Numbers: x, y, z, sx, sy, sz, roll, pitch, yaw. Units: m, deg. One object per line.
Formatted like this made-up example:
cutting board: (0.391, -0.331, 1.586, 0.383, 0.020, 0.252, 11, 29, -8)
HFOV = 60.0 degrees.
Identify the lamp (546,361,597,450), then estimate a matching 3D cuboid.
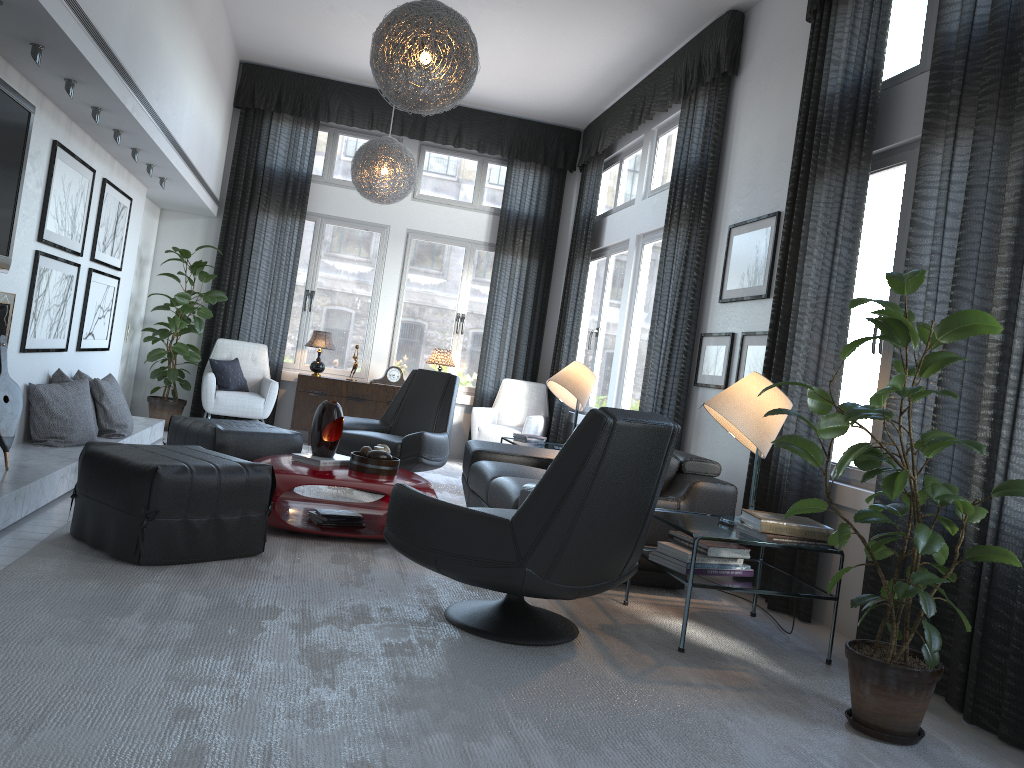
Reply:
lamp: (0.649, 0.388, 5.752, 0.473, 1.016, 1.170, 9, -1, -38)

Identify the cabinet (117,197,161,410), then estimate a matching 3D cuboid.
cabinet: (-3.216, -0.610, 7.255, 0.191, 1.897, 1.173, 8, -1, -12)

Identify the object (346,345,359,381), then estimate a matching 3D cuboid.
object: (-1.413, -0.191, 7.929, 0.096, 0.325, 0.096, 8, -1, -13)

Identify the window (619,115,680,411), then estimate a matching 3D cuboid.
window: (1.106, -0.817, 6.290, 0.133, 2.325, 1.269, 8, -1, -12)

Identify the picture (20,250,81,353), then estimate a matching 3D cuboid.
picture: (-2.511, -0.433, 4.846, 0.020, 0.523, 0.792, 8, 0, -12)

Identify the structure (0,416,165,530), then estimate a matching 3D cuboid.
structure: (-2.098, 0.467, 3.217, 0.393, 0.135, 7.213, 8, 1, -12)

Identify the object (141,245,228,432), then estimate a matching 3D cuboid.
object: (-2.761, -0.397, 7.361, 0.938, 1.591, 0.637, 7, -1, 33)

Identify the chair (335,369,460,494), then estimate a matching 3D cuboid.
chair: (-0.739, 0.292, 5.924, 0.842, 0.811, 0.802, 8, 0, 26)

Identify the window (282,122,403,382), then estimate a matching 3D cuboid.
window: (-1.800, -1.254, 8.177, 1.266, 2.325, 0.133, 8, -2, -12)

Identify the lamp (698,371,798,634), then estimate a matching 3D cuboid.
lamp: (1.037, 0.466, 3.945, 0.475, 1.016, 1.166, 8, 0, 13)

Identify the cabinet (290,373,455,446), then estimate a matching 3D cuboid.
cabinet: (-1.254, 0.304, 7.983, 1.397, 0.613, 0.386, 8, -1, -12)

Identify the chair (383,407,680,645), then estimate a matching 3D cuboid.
chair: (0.120, 0.451, 3.054, 0.838, 0.811, 0.806, 8, -1, -39)

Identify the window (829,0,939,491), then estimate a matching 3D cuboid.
window: (1.658, -0.705, 3.714, 0.133, 2.325, 1.269, 8, -1, -12)

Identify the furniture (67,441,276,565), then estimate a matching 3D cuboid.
furniture: (-1.366, 0.461, 3.563, 0.600, 0.378, 0.612, 8, 0, 37)

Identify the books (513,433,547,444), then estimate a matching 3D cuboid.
books: (0.122, 0.391, 6.316, 0.214, 0.050, 0.161, 8, 1, -40)

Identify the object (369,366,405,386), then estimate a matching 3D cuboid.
object: (-1.067, -0.070, 7.988, 0.406, 0.181, 0.181, 8, 0, -12)

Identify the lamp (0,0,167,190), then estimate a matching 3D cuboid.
lamp: (-2.009, -1.313, 4.149, 0.052, 0.081, 4.256, 8, 1, -12)

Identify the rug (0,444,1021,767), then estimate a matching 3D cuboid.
rug: (-0.443, 0.766, 4.099, 2.951, 0.032, 7.775, 8, 1, -12)

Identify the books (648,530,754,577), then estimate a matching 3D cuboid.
books: (0.731, 0.641, 3.325, 0.321, 0.116, 0.280, 8, 0, -27)

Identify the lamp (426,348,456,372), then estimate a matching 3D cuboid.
lamp: (-0.658, -0.122, 8.062, 0.280, 0.398, 0.280, 8, -1, 14)

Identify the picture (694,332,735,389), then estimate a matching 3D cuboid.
picture: (1.190, -0.140, 5.231, 0.020, 0.327, 0.428, 8, 0, -12)

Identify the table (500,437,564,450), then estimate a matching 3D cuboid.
table: (0.238, 0.635, 6.194, 0.592, 0.411, 0.593, 8, 0, -12)

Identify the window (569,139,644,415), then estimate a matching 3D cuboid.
window: (0.808, -0.877, 7.677, 0.133, 2.325, 1.269, 8, -1, -12)

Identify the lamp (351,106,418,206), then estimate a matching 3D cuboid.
lamp: (-0.925, -2.021, 6.825, 0.511, 1.308, 0.515, 8, -1, -18)

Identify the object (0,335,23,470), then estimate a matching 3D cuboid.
object: (-2.244, 0.077, 3.895, 0.175, 0.581, 0.196, 9, -2, -32)

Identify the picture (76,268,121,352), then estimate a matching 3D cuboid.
picture: (-2.727, -0.477, 5.864, 0.020, 0.523, 0.792, 8, 0, -12)

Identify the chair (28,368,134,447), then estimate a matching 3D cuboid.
chair: (-2.502, 0.129, 5.291, 0.390, 0.431, 1.337, 8, 0, -12)

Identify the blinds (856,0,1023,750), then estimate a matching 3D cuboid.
blinds: (1.648, -0.490, 2.935, 0.114, 3.114, 1.081, 8, -1, -15)

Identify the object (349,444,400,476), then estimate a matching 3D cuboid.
object: (-0.676, 0.368, 4.384, 0.243, 0.133, 0.241, 8, 0, 25)

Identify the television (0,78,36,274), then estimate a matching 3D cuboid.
television: (-2.044, -0.806, 3.227, 0.128, 0.753, 1.159, 8, 0, -12)

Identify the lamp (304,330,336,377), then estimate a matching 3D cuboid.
lamp: (-1.704, -0.268, 7.837, 0.280, 0.398, 0.280, 8, -1, 14)

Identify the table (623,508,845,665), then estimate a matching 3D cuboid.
table: (0.833, 0.756, 3.421, 0.592, 0.411, 0.593, 8, 0, -12)

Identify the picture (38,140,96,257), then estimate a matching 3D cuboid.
picture: (-2.429, -0.993, 4.861, 0.020, 0.523, 0.792, 8, 0, -12)

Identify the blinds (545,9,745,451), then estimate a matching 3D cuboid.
blinds: (0.799, -0.746, 6.960, 0.188, 3.280, 3.214, 8, 0, -13)

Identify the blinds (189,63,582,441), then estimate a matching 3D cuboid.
blinds: (-1.104, -1.032, 8.193, 3.208, 3.281, 0.189, 8, -2, -12)

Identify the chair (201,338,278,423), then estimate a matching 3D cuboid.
chair: (-2.329, 0.048, 7.543, 0.592, 0.824, 0.613, 8, -1, -22)

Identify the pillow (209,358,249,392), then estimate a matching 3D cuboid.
pillow: (-2.396, -0.080, 7.524, 0.253, 0.296, 0.356, 8, 0, 14)

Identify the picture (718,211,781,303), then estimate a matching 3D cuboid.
picture: (1.328, -0.698, 4.982, 0.020, 0.467, 0.589, 8, 0, -12)

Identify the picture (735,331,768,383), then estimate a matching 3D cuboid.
picture: (1.304, -0.117, 4.703, 0.020, 0.327, 0.428, 8, 0, -12)

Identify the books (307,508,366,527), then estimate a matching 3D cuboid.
books: (-0.876, 0.670, 4.449, 0.271, 0.054, 0.205, 8, 1, -36)

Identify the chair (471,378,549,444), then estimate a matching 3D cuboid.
chair: (-0.012, 0.371, 8.026, 0.595, 0.824, 0.611, 8, -1, 18)

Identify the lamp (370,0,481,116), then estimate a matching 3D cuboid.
lamp: (-0.347, -1.905, 4.140, 0.514, 1.308, 0.513, 8, -1, -18)

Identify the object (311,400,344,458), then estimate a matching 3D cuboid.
object: (-0.926, 0.222, 4.435, 0.152, 0.280, 0.152, 8, -1, 28)

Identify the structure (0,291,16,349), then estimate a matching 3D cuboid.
structure: (-2.405, 0.048, 3.158, 0.520, 0.924, 1.688, 8, 0, -12)

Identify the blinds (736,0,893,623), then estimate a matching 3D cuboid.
blinds: (1.655, -0.573, 2.972, 0.188, 3.280, 3.214, 8, 0, -13)

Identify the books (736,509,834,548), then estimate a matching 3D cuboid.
books: (1.024, 0.544, 3.339, 0.320, 0.075, 0.278, 8, 1, -8)

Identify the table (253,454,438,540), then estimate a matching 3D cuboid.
table: (-0.862, 0.554, 4.434, 0.941, 0.300, 0.940, 8, 1, -12)

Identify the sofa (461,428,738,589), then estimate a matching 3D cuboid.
sofa: (0.333, 0.558, 4.715, 0.935, 0.617, 1.906, 8, 1, -12)

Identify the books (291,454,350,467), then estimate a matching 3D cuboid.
books: (-0.921, 0.380, 4.436, 0.201, 0.030, 0.305, 9, 1, 33)

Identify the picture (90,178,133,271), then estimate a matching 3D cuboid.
picture: (-2.647, -1.037, 5.879, 0.020, 0.523, 0.792, 8, 0, -12)

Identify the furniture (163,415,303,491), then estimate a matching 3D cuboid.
furniture: (-1.613, 0.406, 5.101, 0.615, 0.378, 0.597, 8, 0, 42)

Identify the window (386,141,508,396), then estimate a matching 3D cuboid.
window: (-0.427, -1.063, 8.473, 1.266, 2.325, 0.133, 8, -2, -12)

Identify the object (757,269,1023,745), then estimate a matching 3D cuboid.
object: (1.097, 0.334, 2.621, 0.784, 1.332, 0.535, 8, -1, -2)
